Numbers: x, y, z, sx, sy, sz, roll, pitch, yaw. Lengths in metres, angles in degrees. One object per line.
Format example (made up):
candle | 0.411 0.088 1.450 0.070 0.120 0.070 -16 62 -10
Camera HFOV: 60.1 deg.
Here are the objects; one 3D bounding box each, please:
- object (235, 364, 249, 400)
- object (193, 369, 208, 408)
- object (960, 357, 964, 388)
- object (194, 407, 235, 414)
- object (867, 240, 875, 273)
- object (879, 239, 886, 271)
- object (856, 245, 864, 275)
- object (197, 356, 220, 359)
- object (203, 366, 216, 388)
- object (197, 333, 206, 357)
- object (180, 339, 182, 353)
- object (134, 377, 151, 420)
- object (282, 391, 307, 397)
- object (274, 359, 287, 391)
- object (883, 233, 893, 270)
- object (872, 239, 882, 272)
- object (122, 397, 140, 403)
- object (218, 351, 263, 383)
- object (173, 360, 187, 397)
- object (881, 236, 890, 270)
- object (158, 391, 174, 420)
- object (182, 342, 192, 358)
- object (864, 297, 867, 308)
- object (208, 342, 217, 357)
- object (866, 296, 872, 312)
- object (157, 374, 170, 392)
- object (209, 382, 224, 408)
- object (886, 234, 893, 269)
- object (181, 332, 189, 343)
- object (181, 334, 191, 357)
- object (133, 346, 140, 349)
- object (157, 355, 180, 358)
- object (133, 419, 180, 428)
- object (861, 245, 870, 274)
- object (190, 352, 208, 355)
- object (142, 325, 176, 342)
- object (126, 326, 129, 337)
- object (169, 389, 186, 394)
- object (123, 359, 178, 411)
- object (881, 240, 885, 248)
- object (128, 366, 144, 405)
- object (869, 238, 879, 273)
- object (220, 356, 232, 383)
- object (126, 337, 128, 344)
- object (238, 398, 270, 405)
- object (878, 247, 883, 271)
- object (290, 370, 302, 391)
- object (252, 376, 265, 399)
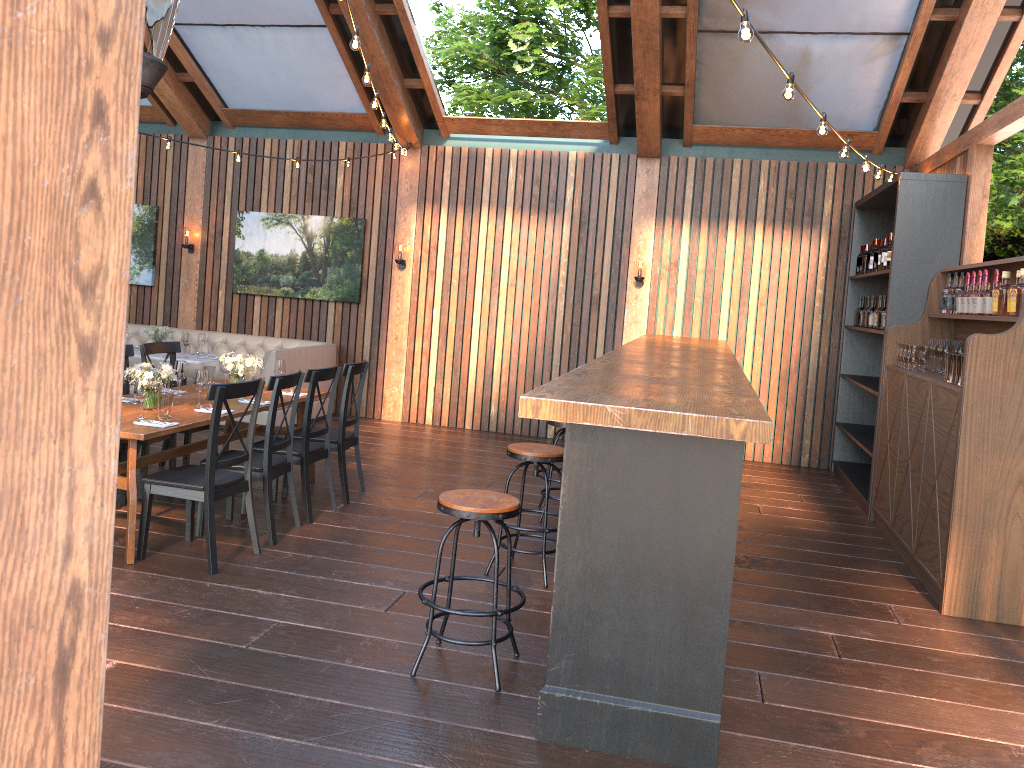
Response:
object | -1.903 -0.016 6.231 0.092 0.244 0.092 2 3 -36
object | -2.015 0.030 5.717 0.092 0.244 0.092 2 3 -36
object | 2.629 -0.064 5.111 0.073 0.180 0.074 4 3 -14
object | -1.907 0.163 5.612 0.255 0.019 0.158 6 6 12
object | 3.422 -1.203 8.395 0.081 0.323 0.081 4 3 -10
object | 3.331 -1.145 7.894 0.075 0.302 0.075 4 2 -5
object | 3.645 -1.264 9.129 0.170 0.323 0.081 4 2 -3
object | -3.233 -0.285 9.392 0.255 0.019 0.158 6 6 12
object | -2.295 -0.053 6.703 0.092 0.158 0.092 7 4 38
object | -3.338 -0.418 9.508 0.092 0.244 0.092 2 3 -36
object | -3.600 -0.416 9.707 0.092 0.158 0.092 4 3 -2
object | -2.145 0.083 5.128 0.092 0.244 0.092 2 3 -36
object | -1.673 0.067 6.685 0.255 0.019 0.158 6 6 12
object | -1.785 -0.068 6.807 0.092 0.244 0.092 2 3 -36
object | 3.262 -1.138 7.632 0.087 0.333 0.088 4 3 -8
object | 3.360 -1.171 8.117 0.077 0.308 0.077 4 3 -10
object | -2.532 0.097 5.777 0.255 0.019 0.158 6 6 12
object | -2.011 -0.089 6.529 0.328 0.308 0.338 3 5 -23
object | -2.310 -0.039 6.157 0.092 0.244 0.092 2 3 -36
object | 3.269 -1.133 7.718 0.077 0.306 0.077 6 3 28
object | -2.035 0.128 5.194 0.092 0.158 0.092 7 4 38
object | -3.399 -0.351 9.239 0.092 0.158 0.092 4 3 -2
object | 3.641 -0.747 9.142 0.094 0.307 0.094 4 3 -1
object | -3.242 -0.373 9.555 0.092 0.158 0.092 4 3 -2
object | 3.389 -0.680 8.334 0.094 0.307 0.094 5 3 13
object | -2.415 -0.001 6.128 0.092 0.158 0.092 7 4 38
object | -1.932 0.074 5.770 0.092 0.158 0.092 7 4 38
object | 3.209 -1.113 7.461 0.078 0.311 0.078 5 2 7
object | -3.552 -0.445 9.606 0.092 0.244 0.092 2 3 -36
object | -3.441 -0.408 9.337 0.092 0.244 0.092 2 3 -36
object | -4.171 -0.409 9.882 0.157 0.019 0.256 6 6 12
object | -3.570 -0.293 9.227 0.157 0.019 0.256 6 6 12
object | -2.035 0.217 5.016 0.255 0.019 0.158 6 6 12
object | 3.484 -1.219 8.697 0.075 0.302 0.075 6 3 29
object | -3.439 -0.336 9.724 0.157 0.019 0.256 6 6 12
object | -3.816 -0.492 9.549 0.336 0.308 0.331 3 4 -14
object | -4.283 -0.518 9.764 0.092 0.244 0.092 2 3 -36
object | -2.422 0.051 6.293 0.255 0.019 0.158 6 6 12
object | -2.253 0.002 5.504 0.336 0.308 0.330 0 6 -45
object | 3.423 -1.175 8.195 0.078 0.311 0.078 5 2 7
object | -2.406 0.007 5.652 0.092 0.244 0.092 2 3 -36
object | 3.406 -1.197 8.294 0.087 0.333 0.088 4 3 -8
object | -2.176 -0.090 6.733 0.092 0.244 0.092 2 3 -36
object | -4.331 -0.490 9.865 0.092 0.158 0.092 4 3 -2
object | -1.790 0.118 6.123 0.255 0.019 0.158 6 6 12
object | 3.385 -1.157 7.997 0.136 0.315 0.137 3 3 -26
object | -1.681 -0.023 6.870 0.092 0.158 0.092 7 4 38
object | -1.807 0.029 6.291 0.092 0.158 0.092 7 4 38
